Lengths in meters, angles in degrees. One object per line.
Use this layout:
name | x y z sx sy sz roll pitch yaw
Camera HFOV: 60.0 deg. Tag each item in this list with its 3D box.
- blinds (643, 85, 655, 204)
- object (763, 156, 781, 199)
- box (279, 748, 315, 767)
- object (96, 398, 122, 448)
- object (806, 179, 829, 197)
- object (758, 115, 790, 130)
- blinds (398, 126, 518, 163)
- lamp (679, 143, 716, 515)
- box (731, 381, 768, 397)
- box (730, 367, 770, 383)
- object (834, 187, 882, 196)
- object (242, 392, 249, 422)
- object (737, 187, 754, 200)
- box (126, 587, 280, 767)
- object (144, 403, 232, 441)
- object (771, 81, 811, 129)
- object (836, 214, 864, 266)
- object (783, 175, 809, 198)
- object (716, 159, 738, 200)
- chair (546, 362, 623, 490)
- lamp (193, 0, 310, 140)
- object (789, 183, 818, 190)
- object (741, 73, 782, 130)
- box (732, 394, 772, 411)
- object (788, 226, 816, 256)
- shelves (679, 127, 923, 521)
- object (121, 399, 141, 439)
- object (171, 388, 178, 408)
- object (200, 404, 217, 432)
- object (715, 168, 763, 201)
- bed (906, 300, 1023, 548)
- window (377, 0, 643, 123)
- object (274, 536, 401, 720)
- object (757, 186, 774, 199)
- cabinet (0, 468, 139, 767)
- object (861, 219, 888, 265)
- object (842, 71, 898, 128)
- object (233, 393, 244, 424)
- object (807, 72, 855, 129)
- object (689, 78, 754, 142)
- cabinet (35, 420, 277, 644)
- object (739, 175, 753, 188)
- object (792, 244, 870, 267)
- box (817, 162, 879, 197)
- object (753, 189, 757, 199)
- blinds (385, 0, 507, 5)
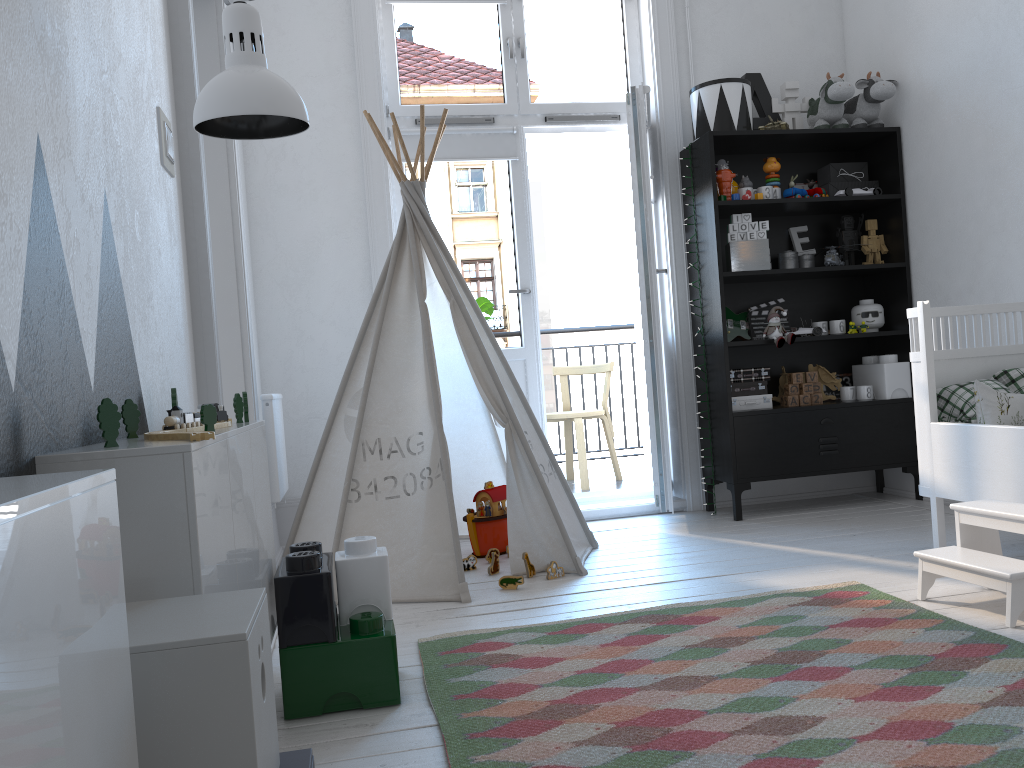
blinds | 0.622 -1.055 3.978 0.032 0.390 0.565 -4 0 10
object | 1.169 -0.914 3.976 0.077 0.213 0.077 -4 1 23
box | -0.331 0.574 0.922 0.254 0.259 0.251 -4 0 -10
object | -0.514 0.049 1.134 0.007 0.063 0.029 -4 1 42
object | 1.379 -0.885 4.057 0.087 0.112 0.122 -5 1 -40
object | 1.178 -1.158 3.980 0.121 0.100 0.338 -4 0 25
blinds | -0.253 -1.108 4.104 0.565 0.158 0.032 -4 1 -10
lamp | 1.283 -0.279 4.108 0.985 1.684 0.095 -4 1 -13
box | 1.020 0.024 4.014 0.215 0.062 0.179 -4 0 -10
box | 1.034 -0.038 4.018 0.215 0.062 0.179 -4 0 -10
object | 1.559 -0.860 4.000 0.230 0.048 0.098 -4 0 -20
object | -0.580 0.050 1.928 0.009 0.067 0.054 -4 1 -19
object | 1.035 -0.830 3.926 0.067 0.067 0.067 -4 0 -10
box | -0.357 0.343 0.909 0.202 0.206 0.199 -4 0 -10
object | -0.559 0.060 1.559 0.111 0.047 0.902 -4 0 -16
object | 1.312 -1.263 4.160 0.190 0.290 0.065 -4 1 -5
object | 1.579 -0.661 4.132 0.117 0.259 0.081 -4 1 -10
object | 1.279 -0.878 3.996 0.121 0.126 0.087 -5 1 -33
object | 0.943 -0.892 3.910 0.105 0.203 0.072 -4 1 -3
chair | 0.374 0.242 5.282 0.436 0.715 0.498 -4 1 35
lamp | -0.574 -0.769 1.370 0.200 0.656 0.651 -4 1 23
object | 1.495 -0.900 4.237 0.347 0.132 0.037 -4 1 -10
object | 1.134 -1.277 4.158 0.343 0.344 0.057 -4 1 -10
box | 1.043 0.084 4.018 0.215 0.062 0.179 -4 0 -10
object | 1.376 -0.676 4.204 0.107 0.151 0.055 -4 1 -10
shelves | 1.320 -0.278 4.050 0.911 1.678 0.353 -4 1 -10
object | -0.607 0.055 1.414 0.007 0.063 0.029 -4 1 42
object | -0.636 0.048 1.676 0.009 0.081 0.037 -4 1 -17
object | -0.485 0.055 1.418 0.006 0.046 0.037 -4 1 16
object | 0.964 -0.890 3.986 0.197 0.197 0.318 -4 0 -14
bed | 1.777 0.118 2.357 0.670 0.833 1.404 -4 0 -10
window | 0.010 -1.573 4.174 1.263 0.660 0.101 -4 1 -10
object | -0.389 0.525 1.982 0.246 0.332 0.246 -4 1 -10
object | 1.123 -0.837 3.928 0.067 0.067 0.067 -4 0 -10
cabinet | -0.310 0.297 0.238 0.182 0.454 0.970 -4 0 -10
object | 1.666 -0.648 4.084 0.114 0.221 0.052 -4 1 -11
object | 1.575 -1.260 4.045 0.211 0.253 0.386 -4 0 -27
object | -0.573 0.051 1.861 0.007 0.063 0.029 -4 1 17
object | 1.426 -1.249 4.013 0.154 0.253 0.370 -4 0 -2
object | 0.963 -1.222 4.051 0.272 0.259 0.395 -4 0 18
cabinet | -0.551 0.310 1.541 0.182 0.454 0.970 -4 0 -10
object | 1.079 -0.881 4.084 0.063 0.160 0.063 -5 1 -32
object | 1.462 -0.576 4.058 0.367 0.106 0.349 -4 0 -9
box | 1.564 -0.932 4.142 0.251 0.189 0.179 -4 0 -10
object | 1.079 -0.834 3.979 0.067 0.067 0.067 -5 1 -36
blinds | -0.304 -1.800 4.096 0.565 0.087 0.032 -4 1 -10
